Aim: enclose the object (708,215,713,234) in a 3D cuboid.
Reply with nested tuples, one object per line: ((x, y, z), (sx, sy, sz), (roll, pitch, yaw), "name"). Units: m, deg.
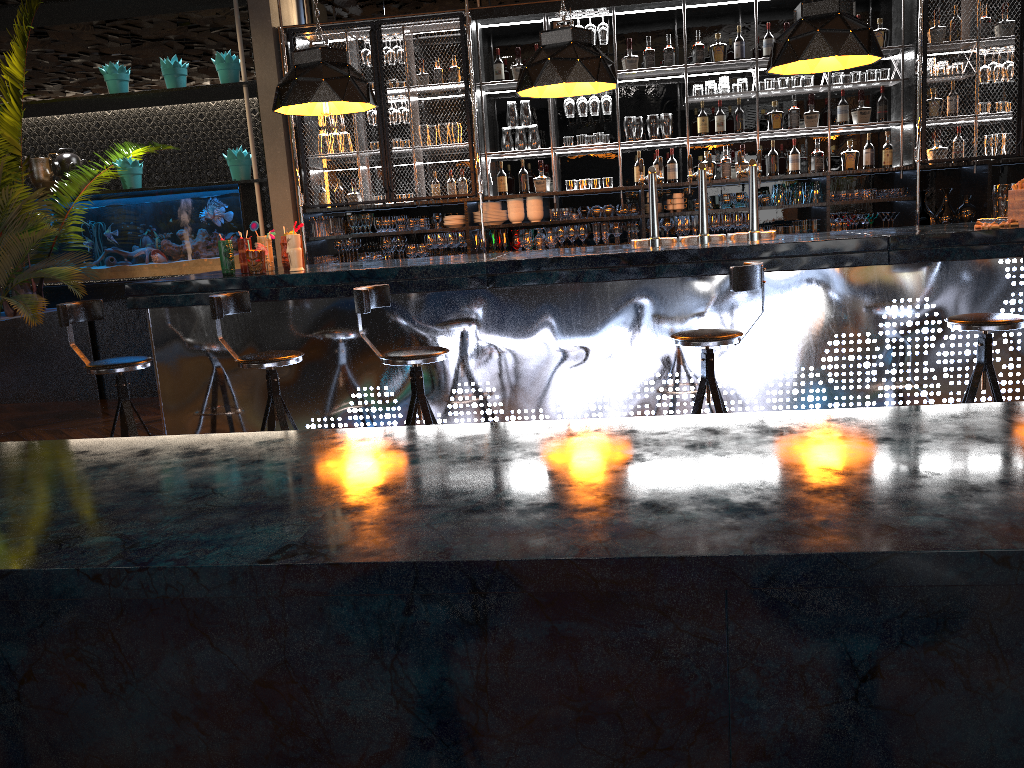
((1.726, -1.342, 7.640), (0.091, 0.229, 0.091), (6, 14, 42), "object")

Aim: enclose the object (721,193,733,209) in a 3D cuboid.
((1.788, -1.516, 7.357), (0.100, 0.125, 0.100), (-14, 14, -43), "object")

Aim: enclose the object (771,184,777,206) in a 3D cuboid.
((2.210, -1.571, 7.368), (0.115, 0.172, 0.101), (-1, 11, 17), "object")

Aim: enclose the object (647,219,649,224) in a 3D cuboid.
((1.231, -1.322, 7.717), (0.108, 0.227, 0.108), (4, 13, 38), "object")

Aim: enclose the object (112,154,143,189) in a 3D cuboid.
((-3.452, -1.903, 8.000), (0.265, 0.325, 0.245), (-10, 12, -28), "object")

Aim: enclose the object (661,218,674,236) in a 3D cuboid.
((1.312, -1.281, 7.468), (0.108, 0.227, 0.108), (-8, 11, -22), "object")

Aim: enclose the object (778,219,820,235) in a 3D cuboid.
((2.394, -1.301, 7.428), (0.356, 0.134, 0.206), (-1, 11, 14), "object")

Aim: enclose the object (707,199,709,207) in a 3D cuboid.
((1.607, -1.496, 7.386), (0.067, 0.099, 0.058), (6, 14, 42), "object")

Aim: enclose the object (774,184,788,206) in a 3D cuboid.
((2.201, -1.549, 7.250), (0.115, 0.172, 0.101), (4, 13, 36), "object")

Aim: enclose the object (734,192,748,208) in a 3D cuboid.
((1.898, -1.522, 7.345), (0.108, 0.126, 0.108), (5, 14, 41), "object")

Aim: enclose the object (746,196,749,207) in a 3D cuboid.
((2.006, -1.527, 7.410), (0.098, 0.097, 0.098), (6, 15, 44), "object")

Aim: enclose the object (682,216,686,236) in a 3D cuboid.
((1.504, -1.340, 7.699), (0.058, 0.234, 0.058), (-12, 13, -38), "object")

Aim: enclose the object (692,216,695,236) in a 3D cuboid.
((1.542, -1.301, 7.480), (0.049, 0.231, 0.049), (-1, 11, 16), "object")

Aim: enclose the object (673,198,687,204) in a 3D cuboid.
((1.402, -1.524, 7.449), (0.106, 0.069, 0.094), (-13, 14, -40), "object")

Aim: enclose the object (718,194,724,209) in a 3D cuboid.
((1.814, -1.562, 7.593), (0.100, 0.125, 0.100), (0, 11, 20), "object")

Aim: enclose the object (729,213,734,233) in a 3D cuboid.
((1.844, -1.326, 7.513), (0.091, 0.229, 0.091), (4, 13, 38), "object")

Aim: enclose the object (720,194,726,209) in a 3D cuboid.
((1.803, -1.540, 7.477), (0.100, 0.125, 0.100), (-11, 13, -34), "object")

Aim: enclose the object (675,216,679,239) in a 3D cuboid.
((1.427, -1.316, 7.594), (0.058, 0.234, 0.058), (-7, 11, -18), "object")

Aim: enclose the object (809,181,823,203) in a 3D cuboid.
((2.474, -1.561, 7.214), (0.101, 0.172, 0.115), (4, 13, 36), "object")

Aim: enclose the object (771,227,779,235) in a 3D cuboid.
((2.177, -1.252, 7.347), (0.067, 0.099, 0.067), (-8, 11, -20), "object")

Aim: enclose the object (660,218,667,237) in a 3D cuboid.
((1.342, -1.327, 7.702), (0.108, 0.227, 0.108), (6, 14, 42), "object")

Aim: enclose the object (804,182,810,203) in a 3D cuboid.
((2.501, -1.607, 7.453), (0.115, 0.172, 0.101), (-1, 11, 17), "object")

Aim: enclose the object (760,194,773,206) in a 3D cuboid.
((2.095, -1.511, 7.293), (0.098, 0.097, 0.098), (5, 14, 40), "object")

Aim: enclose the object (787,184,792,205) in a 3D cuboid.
((2.363, -1.600, 7.466), (0.101, 0.172, 0.115), (-2, 11, 12), "object")

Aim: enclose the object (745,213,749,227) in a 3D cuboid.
((1.981, -1.311, 7.381), (0.091, 0.229, 0.091), (-8, 11, -20), "object")

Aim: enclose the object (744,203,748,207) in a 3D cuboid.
((2.023, -1.561, 7.588), (0.098, 0.097, 0.098), (-4, 10, -1), "object")

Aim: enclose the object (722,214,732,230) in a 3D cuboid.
((1.795, -1.304, 7.407), (0.091, 0.229, 0.091), (-11, 13, -35), "object")

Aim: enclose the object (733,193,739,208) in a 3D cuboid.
((1.913, -1.544, 7.458), (0.108, 0.126, 0.108), (-4, 10, 2), "object")

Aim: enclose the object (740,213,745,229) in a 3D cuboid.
((1.937, -1.330, 7.499), (0.091, 0.229, 0.091), (-4, 10, 1), "object")

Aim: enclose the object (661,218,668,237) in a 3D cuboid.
((1.328, -1.304, 7.583), (0.108, 0.227, 0.108), (-9, 12, -28), "object")

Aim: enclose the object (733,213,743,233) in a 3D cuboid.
((1.886, -1.307, 7.395), (0.091, 0.229, 0.091), (3, 13, 34), "object")

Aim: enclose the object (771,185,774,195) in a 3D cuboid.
((2.231, -1.594, 7.487), (0.115, 0.172, 0.101), (-5, 11, -8), "object")

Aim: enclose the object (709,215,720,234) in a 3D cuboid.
((1.692, -1.298, 7.415), (0.091, 0.229, 0.091), (-5, 11, -6), "object")

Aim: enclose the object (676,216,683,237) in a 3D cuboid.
((1.408, -1.286, 7.440), (0.058, 0.234, 0.058), (-13, 14, -39), "object")

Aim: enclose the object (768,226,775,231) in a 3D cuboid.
((2.191, -1.275, 7.469), (0.067, 0.099, 0.067), (-8, 11, -20), "object")

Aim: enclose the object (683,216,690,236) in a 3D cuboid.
((1.466, -1.290, 7.442), (0.058, 0.234, 0.058), (-2, 11, 11), "object")

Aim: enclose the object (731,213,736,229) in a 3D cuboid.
((1.914, -1.350, 7.615), (0.091, 0.229, 0.091), (-9, 11, -24), "object")

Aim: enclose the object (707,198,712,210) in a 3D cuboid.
((1.658, -1.517, 7.483), (0.058, 0.099, 0.067), (0, 11, 19), "object")

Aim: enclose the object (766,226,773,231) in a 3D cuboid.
((2.200, -1.293, 7.564), (0.067, 0.099, 0.067), (-8, 11, -20), "object")

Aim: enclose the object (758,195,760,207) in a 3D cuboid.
((2.121, -1.551, 7.498), (0.098, 0.097, 0.098), (-5, 11, -6), "object")

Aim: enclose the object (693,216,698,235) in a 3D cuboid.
((1.533, -1.288, 7.415), (0.049, 0.231, 0.049), (0, 11, 19), "object")

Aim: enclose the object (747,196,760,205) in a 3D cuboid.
((1.993, -1.508, 7.312), (0.098, 0.097, 0.098), (-6, 11, -13), "object")

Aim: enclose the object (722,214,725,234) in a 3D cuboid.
((1.818, -1.346, 7.629), (0.091, 0.229, 0.091), (-10, 12, -30), "object")

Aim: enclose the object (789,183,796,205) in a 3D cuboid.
((2.352, -1.577, 7.349), (0.101, 0.172, 0.115), (4, 13, 36), "object")

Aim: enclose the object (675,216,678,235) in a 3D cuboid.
((1.437, -1.331, 7.676), (0.058, 0.234, 0.058), (-2, 11, 10), "object")

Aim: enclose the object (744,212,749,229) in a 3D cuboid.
((2.014, -1.355, 7.606), (0.091, 0.229, 0.091), (-3, 10, 5), "object")

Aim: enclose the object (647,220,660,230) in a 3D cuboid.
((1.198, -1.276, 7.482), (0.108, 0.227, 0.108), (-4, 10, -1), "object")

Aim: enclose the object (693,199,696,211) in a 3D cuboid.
((1.548, -1.498, 7.423), (0.067, 0.099, 0.058), (-8, 11, -23), "object")

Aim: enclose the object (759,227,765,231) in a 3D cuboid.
((2.074, -1.248, 7.362), (0.067, 0.100, 0.067), (-4, 10, 0), "object")

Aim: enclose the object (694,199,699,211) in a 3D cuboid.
((1.542, -1.486, 7.356), (0.067, 0.099, 0.058), (-12, 13, -37), "object")

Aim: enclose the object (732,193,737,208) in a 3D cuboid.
((1.926, -1.567, 7.578), (0.108, 0.126, 0.108), (-8, 11, -21), "object")

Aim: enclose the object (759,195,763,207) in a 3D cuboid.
((2.104, -1.531, 7.399), (0.098, 0.097, 0.098), (3, 12, 31), "object")

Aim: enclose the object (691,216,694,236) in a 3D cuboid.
((1.558, -1.325, 7.603), (0.049, 0.231, 0.049), (-4, 10, -3), "object")

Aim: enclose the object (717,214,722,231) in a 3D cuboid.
((1.748, -1.322, 7.525), (0.091, 0.229, 0.091), (2, 12, 28), "object")

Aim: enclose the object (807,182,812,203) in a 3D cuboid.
((2.494, -1.583, 7.328), (0.115, 0.172, 0.101), (-5, 11, -8), "object")

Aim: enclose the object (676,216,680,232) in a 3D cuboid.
((1.420, -1.302, 7.523), (0.058, 0.234, 0.058), (2, 12, 30), "object")

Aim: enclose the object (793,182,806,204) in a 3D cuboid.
((2.342, -1.553, 7.223), (0.115, 0.172, 0.101), (-5, 11, -8), "object")

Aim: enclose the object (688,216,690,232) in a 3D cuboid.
((1.486, -1.308, 7.533), (0.058, 0.234, 0.058), (5, 14, 40), "object")
